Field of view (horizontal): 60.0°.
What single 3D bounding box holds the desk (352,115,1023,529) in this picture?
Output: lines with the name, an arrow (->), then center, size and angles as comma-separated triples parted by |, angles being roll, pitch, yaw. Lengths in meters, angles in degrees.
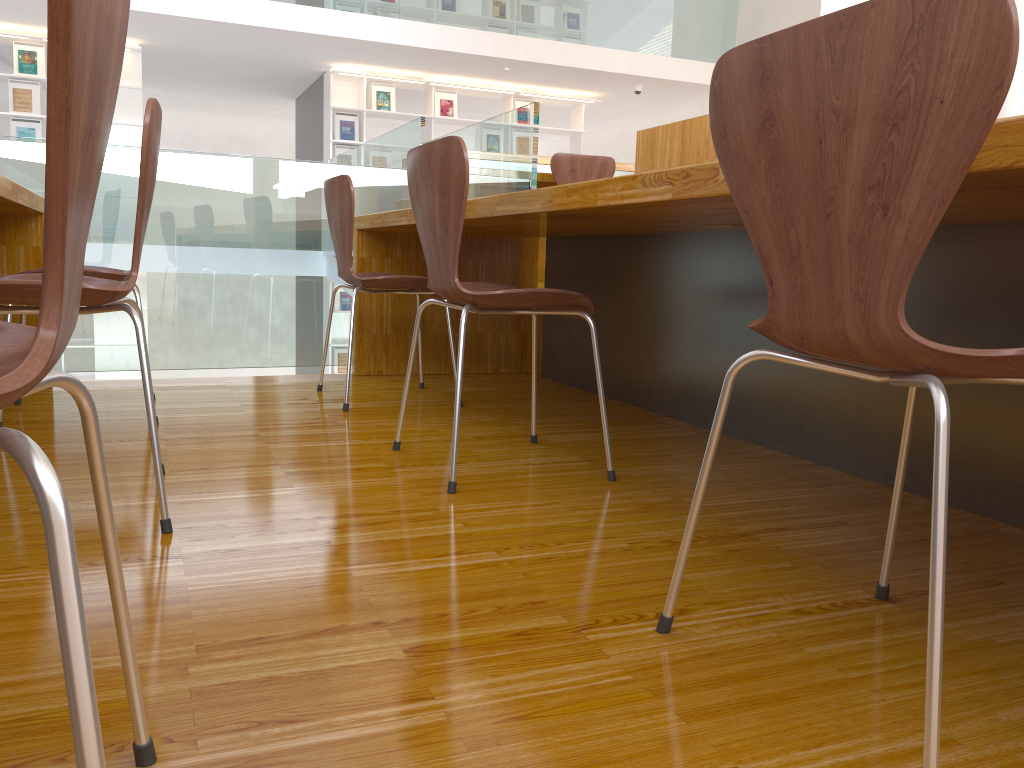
desk -> 0.385, -0.115, 2.035 | 0.760, 0.606, 3.356 | -1, 8, -23

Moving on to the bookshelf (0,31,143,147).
bookshelf -> -5.169, -2.197, 7.667 | 3.666, 1.836, 0.498 | -1, 8, -23

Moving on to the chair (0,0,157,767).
chair -> -0.403, 0.029, 0.490 | 0.381, 0.693, 0.428 | -1, 8, -23

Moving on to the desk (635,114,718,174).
desk -> 2.155, -0.514, 3.399 | 3.194, 0.762, 1.247 | -1, 8, -23

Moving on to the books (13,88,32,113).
books -> -4.338, -2.510, 7.861 | 0.145, 0.210, 0.037 | -1, 8, -23

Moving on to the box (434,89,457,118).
box -> -0.733, -2.981, 9.498 | 0.245, 0.296, 0.274 | -1, 8, -23

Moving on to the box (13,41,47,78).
box -> -4.307, -2.883, 7.931 | 0.245, 0.296, 0.274 | -1, 8, -23

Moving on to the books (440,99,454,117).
books -> -0.692, -2.911, 9.416 | 0.145, 0.210, 0.037 | -1, 8, -23

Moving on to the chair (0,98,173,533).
chair -> -0.795, -0.125, 1.514 | 0.381, 0.693, 0.428 | -1, 8, -23

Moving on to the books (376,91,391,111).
books -> -1.325, -2.911, 9.147 | 0.145, 0.210, 0.037 | -1, 8, -23

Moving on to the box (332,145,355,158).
box -> -1.726, -2.306, 9.182 | 0.245, 0.296, 0.274 | -1, 8, -23

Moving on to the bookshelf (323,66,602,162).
bookshelf -> -0.501, -2.311, 9.625 | 2.984, 1.836, 0.498 | -1, 8, -23

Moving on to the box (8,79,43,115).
box -> -4.363, -2.556, 7.957 | 0.245, 0.296, 0.274 | -1, 8, -23

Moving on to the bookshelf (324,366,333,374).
bookshelf -> -0.569, -0.270, 9.905 | 2.984, 1.836, 0.498 | -1, 8, -23

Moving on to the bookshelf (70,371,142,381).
bookshelf -> -5.257, -0.163, 7.994 | 3.666, 1.836, 0.397 | -1, 8, -23

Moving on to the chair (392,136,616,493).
chair -> -0.021, -0.161, 1.958 | 0.381, 0.693, 0.428 | -1, 8, -23

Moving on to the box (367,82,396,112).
box -> -1.359, -2.964, 9.238 | 0.245, 0.296, 0.274 | -1, 8, -23

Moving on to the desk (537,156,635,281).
desk -> 0.992, -1.060, 5.969 | 3.196, 0.757, 1.248 | -1, 8, -23

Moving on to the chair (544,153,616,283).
chair -> 0.313, -0.910, 4.958 | 0.428, 0.693, 0.381 | -1, 8, -23

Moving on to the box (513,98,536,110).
box -> 0.115, -3.000, 9.857 | 0.245, 0.296, 0.274 | -1, 8, -23

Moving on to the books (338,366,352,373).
books -> -1.766, -0.222, 9.368 | 0.145, 0.210, 0.037 | -1, 8, -23

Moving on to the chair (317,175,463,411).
chair -> -0.397, -0.295, 2.844 | 0.381, 0.693, 0.428 | -1, 8, -23

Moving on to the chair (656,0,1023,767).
chair -> 0.447, -0.007, 0.953 | 0.381, 0.693, 0.428 | -1, 8, -23

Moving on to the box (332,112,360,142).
box -> -1.721, -2.631, 9.135 | 0.245, 0.296, 0.274 | -1, 8, -23

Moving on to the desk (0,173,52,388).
desk -> -1.461, 0.149, 1.197 | 1.248, 1.022, 3.216 | -1, 8, -23

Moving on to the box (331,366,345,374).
box -> -1.794, -0.265, 9.463 | 0.245, 0.296, 0.274 | -1, 8, -23

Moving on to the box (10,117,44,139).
box -> -4.373, -2.231, 8.003 | 0.245, 0.296, 0.274 | -1, 8, -23

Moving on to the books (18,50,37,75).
books -> -4.279, -2.838, 7.833 | 0.145, 0.210, 0.037 | -1, 8, -23

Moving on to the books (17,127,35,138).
books -> -4.333, -2.181, 7.910 | 0.145, 0.210, 0.037 | -1, 8, -23

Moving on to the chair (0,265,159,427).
chair -> -1.170, -0.260, 2.400 | 0.381, 0.693, 0.428 | -1, 8, -23

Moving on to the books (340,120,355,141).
books -> -1.678, -2.576, 9.045 | 0.145, 0.210, 0.037 | -1, 8, -23
